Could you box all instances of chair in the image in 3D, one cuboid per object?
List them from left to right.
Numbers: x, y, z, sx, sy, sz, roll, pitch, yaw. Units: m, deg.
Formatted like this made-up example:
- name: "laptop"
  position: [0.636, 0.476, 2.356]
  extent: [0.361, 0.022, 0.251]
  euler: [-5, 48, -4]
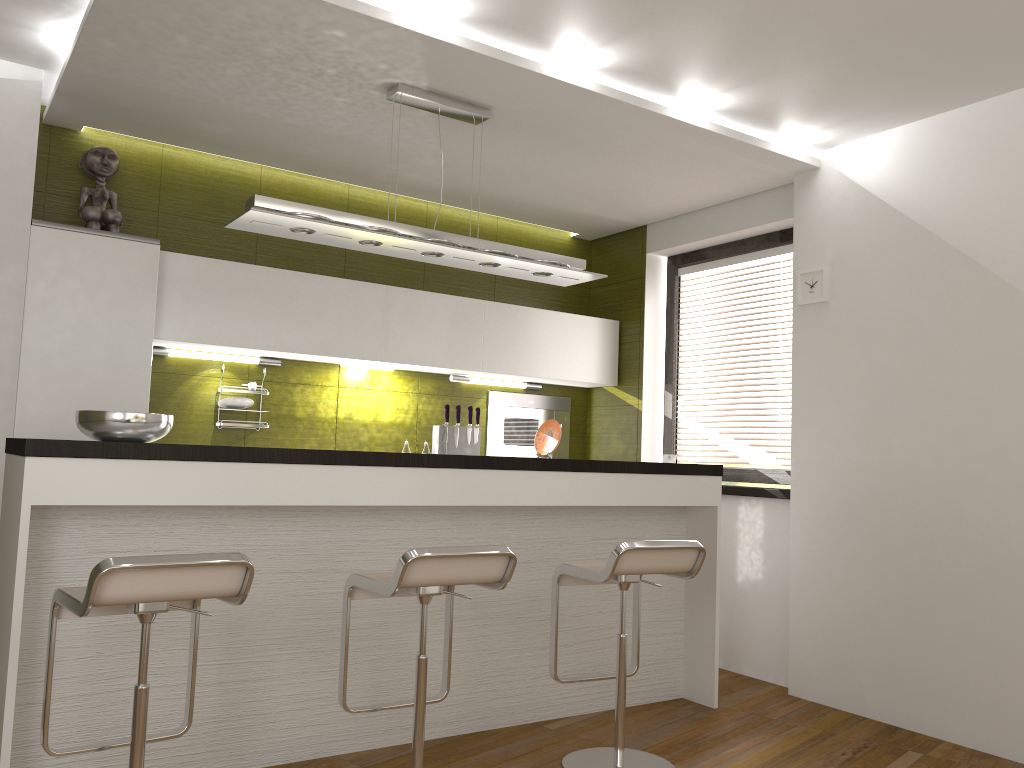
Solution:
- name: "chair"
  position: [-0.979, 0.864, 2.352]
  extent: [0.418, 0.857, 0.460]
  euler: [6, -6, -38]
- name: "chair"
  position: [-0.279, 0.929, 2.824]
  extent: [0.418, 0.857, 0.460]
  euler: [5, -6, -34]
- name: "chair"
  position: [0.421, 0.995, 3.296]
  extent: [0.418, 0.857, 0.460]
  euler: [5, -5, -29]

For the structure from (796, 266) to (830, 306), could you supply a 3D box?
- name: "structure"
  position: [1.525, -0.497, 4.499]
  extent: [0.026, 0.180, 0.180]
  euler: [5, -6, -34]

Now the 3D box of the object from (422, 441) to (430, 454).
- name: "object"
  position: [-0.513, 0.398, 5.283]
  extent: [0.059, 0.121, 0.059]
  euler: [0, -5, 23]

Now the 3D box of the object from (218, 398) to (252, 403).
- name: "object"
  position: [-1.458, 0.102, 4.682]
  extent: [0.181, 0.052, 0.173]
  euler: [5, -6, -34]

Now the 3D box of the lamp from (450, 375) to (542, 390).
- name: "lamp"
  position: [-0.093, -0.008, 5.664]
  extent: [0.716, 0.041, 0.095]
  euler: [5, -6, -34]

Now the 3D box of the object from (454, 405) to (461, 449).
- name: "object"
  position: [-0.334, 0.258, 5.358]
  extent: [0.042, 0.264, 0.013]
  euler: [5, -6, -34]

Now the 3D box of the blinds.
- name: "blinds"
  position: [2.278, -2.278, 9.518]
  extent: [16.000, 12.704, 9.030]
  euler: [2, -5, 6]

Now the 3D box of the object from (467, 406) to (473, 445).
- name: "object"
  position: [-0.260, 0.254, 5.408]
  extent: [0.036, 0.243, 0.013]
  euler: [5, -6, -34]

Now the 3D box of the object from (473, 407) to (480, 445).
- name: "object"
  position: [-0.218, 0.257, 5.436]
  extent: [0.040, 0.231, 0.013]
  euler: [5, -6, -34]

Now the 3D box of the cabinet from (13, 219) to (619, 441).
- name: "cabinet"
  position: [-0.889, 0.472, 5.024]
  extent: [3.471, 2.089, 0.724]
  euler: [5, -6, -34]

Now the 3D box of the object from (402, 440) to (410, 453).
- name: "object"
  position: [-0.620, 0.387, 5.196]
  extent: [0.059, 0.121, 0.059]
  euler: [1, -5, 12]

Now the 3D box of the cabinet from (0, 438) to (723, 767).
- name: "cabinet"
  position: [-0.415, 0.854, 3.651]
  extent: [2.947, 1.134, 0.663]
  euler: [5, -6, -34]

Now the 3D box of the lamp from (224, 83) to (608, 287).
- name: "lamp"
  position: [-0.327, -0.893, 3.828]
  extent: [1.677, 0.683, 0.326]
  euler: [5, -6, -34]

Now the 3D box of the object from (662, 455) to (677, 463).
- name: "object"
  position: [0.967, 0.519, 5.444]
  extent: [0.057, 0.169, 0.106]
  euler: [6, -6, -39]

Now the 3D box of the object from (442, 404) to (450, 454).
- name: "object"
  position: [-0.402, 0.289, 5.311]
  extent: [0.046, 0.339, 0.013]
  euler: [5, -6, -34]

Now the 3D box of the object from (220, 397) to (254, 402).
- name: "object"
  position: [-1.458, 0.099, 4.683]
  extent: [0.181, 0.052, 0.173]
  euler: [5, -6, -34]

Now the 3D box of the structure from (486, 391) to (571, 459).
- name: "structure"
  position: [0.117, 0.303, 5.830]
  extent: [0.663, 0.469, 0.015]
  euler: [5, -6, -34]

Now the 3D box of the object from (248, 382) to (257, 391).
- name: "object"
  position: [-1.400, 0.015, 4.777]
  extent: [0.046, 0.053, 0.051]
  euler: [2, -5, -2]

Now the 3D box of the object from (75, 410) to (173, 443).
- name: "object"
  position: [-1.342, 0.153, 3.072]
  extent: [0.311, 0.105, 0.311]
  euler: [4, -5, -21]

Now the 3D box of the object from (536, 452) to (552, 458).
- name: "object"
  position: [0.172, 0.298, 4.286]
  extent: [0.072, 0.131, 0.088]
  euler: [6, -6, -39]

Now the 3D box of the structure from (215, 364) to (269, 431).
- name: "structure"
  position: [-1.433, 0.072, 4.739]
  extent: [0.266, 0.346, 0.110]
  euler: [5, -6, -34]

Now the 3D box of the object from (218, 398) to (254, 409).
- name: "object"
  position: [-1.457, 0.105, 4.681]
  extent: [0.181, 0.052, 0.173]
  euler: [5, -6, -34]

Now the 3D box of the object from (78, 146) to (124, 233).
- name: "object"
  position: [-1.982, -0.924, 4.281]
  extent: [0.195, 0.488, 0.304]
  euler: [6, -6, -36]

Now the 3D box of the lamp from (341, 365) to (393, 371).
- name: "lamp"
  position: [-0.849, -0.093, 5.209]
  extent: [0.334, 0.008, 0.008]
  euler: [5, -6, -34]

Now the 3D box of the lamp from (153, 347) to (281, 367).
- name: "lamp"
  position: [-1.578, -0.144, 4.700]
  extent: [0.715, 0.041, 0.041]
  euler: [5, -6, -34]

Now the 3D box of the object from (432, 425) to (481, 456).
- name: "object"
  position: [-0.338, 0.372, 5.397]
  extent: [0.293, 0.227, 0.107]
  euler: [5, -6, -34]

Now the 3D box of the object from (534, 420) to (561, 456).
- name: "object"
  position: [0.173, 0.260, 4.290]
  extent: [0.055, 0.178, 0.184]
  euler: [6, -6, -38]
